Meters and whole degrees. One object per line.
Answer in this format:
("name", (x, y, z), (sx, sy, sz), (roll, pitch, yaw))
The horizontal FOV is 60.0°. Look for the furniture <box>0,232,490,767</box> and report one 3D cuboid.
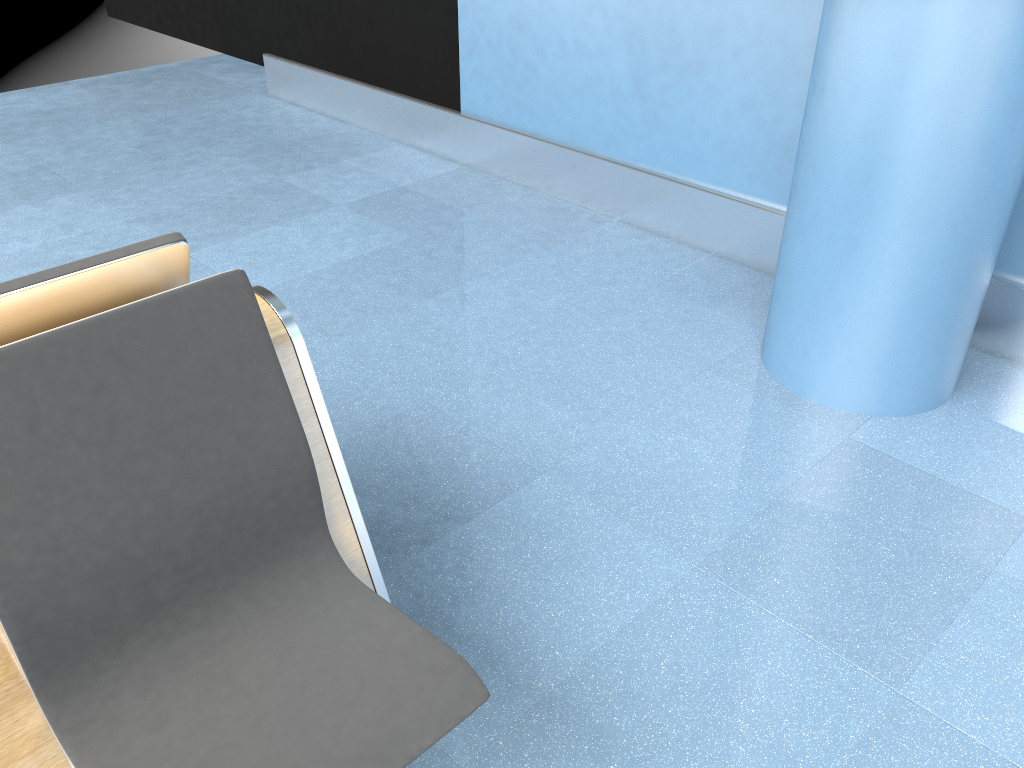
("furniture", (-1.236, 0.555, 1.048), (2.281, 0.896, 1.301), (-28, 42, -36))
